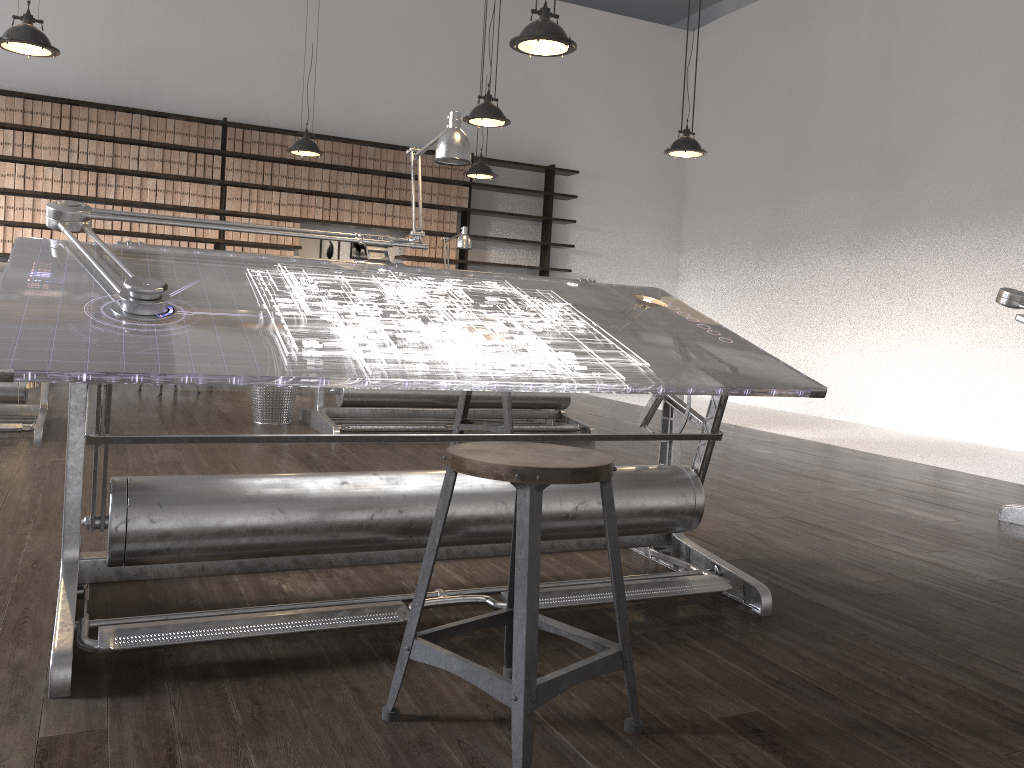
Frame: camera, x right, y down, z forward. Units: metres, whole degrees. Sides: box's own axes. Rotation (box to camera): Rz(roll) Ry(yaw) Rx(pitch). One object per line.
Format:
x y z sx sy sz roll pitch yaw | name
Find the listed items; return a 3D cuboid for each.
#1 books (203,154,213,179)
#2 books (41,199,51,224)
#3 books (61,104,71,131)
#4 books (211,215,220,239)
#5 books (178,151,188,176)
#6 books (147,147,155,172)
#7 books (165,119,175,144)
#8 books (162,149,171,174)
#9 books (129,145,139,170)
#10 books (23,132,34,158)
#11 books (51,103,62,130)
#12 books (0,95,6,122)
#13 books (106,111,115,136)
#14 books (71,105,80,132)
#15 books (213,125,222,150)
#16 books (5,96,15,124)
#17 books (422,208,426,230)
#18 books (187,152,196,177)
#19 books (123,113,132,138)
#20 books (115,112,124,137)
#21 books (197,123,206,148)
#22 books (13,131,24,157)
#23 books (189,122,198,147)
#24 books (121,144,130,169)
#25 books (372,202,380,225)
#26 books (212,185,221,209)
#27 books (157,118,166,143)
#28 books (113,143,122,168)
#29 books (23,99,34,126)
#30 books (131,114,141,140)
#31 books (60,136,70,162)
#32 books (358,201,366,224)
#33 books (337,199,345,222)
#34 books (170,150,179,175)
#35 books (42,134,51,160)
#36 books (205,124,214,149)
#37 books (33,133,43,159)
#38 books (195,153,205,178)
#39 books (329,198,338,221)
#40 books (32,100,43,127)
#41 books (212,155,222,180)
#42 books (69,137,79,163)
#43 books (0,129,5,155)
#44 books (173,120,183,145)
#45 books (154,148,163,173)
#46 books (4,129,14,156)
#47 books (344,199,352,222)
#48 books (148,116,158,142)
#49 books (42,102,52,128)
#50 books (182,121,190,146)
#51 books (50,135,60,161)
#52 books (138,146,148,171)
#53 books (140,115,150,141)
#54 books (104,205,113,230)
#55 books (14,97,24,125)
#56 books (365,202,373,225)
-2.834 -2.009 8.246 0.066 0.225 0.175 3 2 -25 | books
-4.052 -1.487 7.701 0.066 0.225 0.175 3 2 -25 | books
-3.893 -2.311 7.731 0.067 0.225 0.175 3 2 -25 | books
-2.786 -1.457 8.289 0.067 0.225 0.175 3 2 -25 | books
-3.031 -2.014 8.149 0.066 0.225 0.175 3 2 -25 | books
-3.282 -2.020 8.035 0.066 0.225 0.175 3 2 -25 | books
-3.129 -2.293 8.089 0.067 0.225 0.175 3 2 -25 | books
-3.161 -2.017 8.093 0.066 0.225 0.175 3 2 -25 | books
-3.403 -2.023 7.974 0.067 0.225 0.175 3 2 -25 | books
-4.158 -2.040 7.621 0.067 0.225 0.175 3 2 -25 | books
-3.963 -2.313 7.705 0.066 0.225 0.175 3 2 -25 | books
-4.333 -2.321 7.528 0.066 0.225 0.175 3 2 -25 | books
-3.576 -2.304 7.884 0.066 0.225 0.175 3 2 -25 | books
-3.828 -2.310 7.768 0.066 0.225 0.175 3 2 -25 | books
-2.757 -2.284 8.263 0.066 0.225 0.175 3 2 -25 | books
-4.276 -2.320 7.556 0.066 0.225 0.175 3 2 -25 | books
-0.949 -1.696 9.137 0.066 0.225 0.175 3 2 -25 | books
-2.969 -2.013 8.183 0.066 0.225 0.175 3 2 -25 | books
-3.449 -2.300 7.937 0.067 0.225 0.175 3 2 -25 | books
-3.508 -2.302 7.915 0.066 0.225 0.175 3 2 -25 | books
-2.887 -2.287 8.207 0.066 0.225 0.175 3 2 -25 | books
-4.228 -2.042 7.595 0.066 0.225 0.175 3 2 -25 | books
-2.945 -2.288 8.173 0.067 0.225 0.175 3 2 -25 | books
-3.468 -2.024 7.948 0.066 0.225 0.175 3 2 -25 | books
-1.393 -1.707 8.930 0.066 0.225 0.175 3 2 -25 | books
-2.774 -1.734 8.286 0.066 0.225 0.175 3 2 -25 | books
-3.194 -2.295 8.063 0.066 0.225 0.175 3 2 -25 | books
-3.532 -2.026 7.920 0.066 0.225 0.175 3 2 -25 | books
-4.155 -2.317 7.614 0.066 0.225 0.175 3 2 -25 | books
-3.383 -2.299 7.968 0.066 0.225 0.175 3 2 -25 | books
-3.908 -2.034 7.737 0.066 0.225 0.175 3 2 -25 | books
-1.525 -1.710 8.872 0.066 0.225 0.175 3 2 -25 | books
-1.713 -1.715 8.783 0.066 0.225 0.175 3 2 -25 | books
-3.097 -2.016 8.123 0.066 0.225 0.175 3 2 -25 | books
-4.033 -2.038 7.683 0.066 0.225 0.175 3 2 -25 | books
-2.822 -2.286 8.237 0.066 0.225 0.175 3 2 -25 | books
-4.093 -2.039 7.658 0.066 0.225 0.175 3 2 -25 | books
-2.898 -2.011 8.210 0.067 0.225 0.175 3 2 -25 | books
-1.778 -1.716 8.747 0.067 0.225 0.175 3 2 -25 | books
-4.091 -2.316 7.644 0.066 0.225 0.175 3 2 -25 | books
-2.764 -2.008 8.276 0.066 0.225 0.175 3 2 -25 | books
-3.844 -2.033 7.770 0.066 0.225 0.175 3 2 -25 | books
-4.356 -2.045 7.534 0.066 0.225 0.175 3 2 -25 | books
-3.064 -2.291 8.121 0.066 0.225 0.175 3 2 -25 | books
-3.219 -2.018 8.059 0.067 0.225 0.175 3 2 -25 | books
-4.290 -2.043 7.560 0.066 0.225 0.175 3 2 -25 | books
-1.651 -1.713 8.805 0.066 0.225 0.175 3 2 -25 | books
-3.258 -2.296 8.035 0.066 0.225 0.175 3 2 -25 | books
-4.025 -2.314 7.670 0.066 0.225 0.175 3 2 -25 | books
-3.008 -2.290 8.149 0.066 0.225 0.175 3 2 -25 | books
-3.974 -2.036 7.706 0.067 0.225 0.175 3 2 -25 | books
-3.338 -2.021 8.007 0.066 0.225 0.175 3 2 -25 | books
-3.319 -2.297 8.002 0.066 0.225 0.175 3 2 -25 | books
-3.608 -1.476 7.909 0.066 0.225 0.175 3 2 -25 | books
-4.214 -2.318 7.580 0.067 0.225 0.175 3 2 -25 | books
-1.461 -1.709 8.899 0.066 0.225 0.175 3 2 -25 | books
